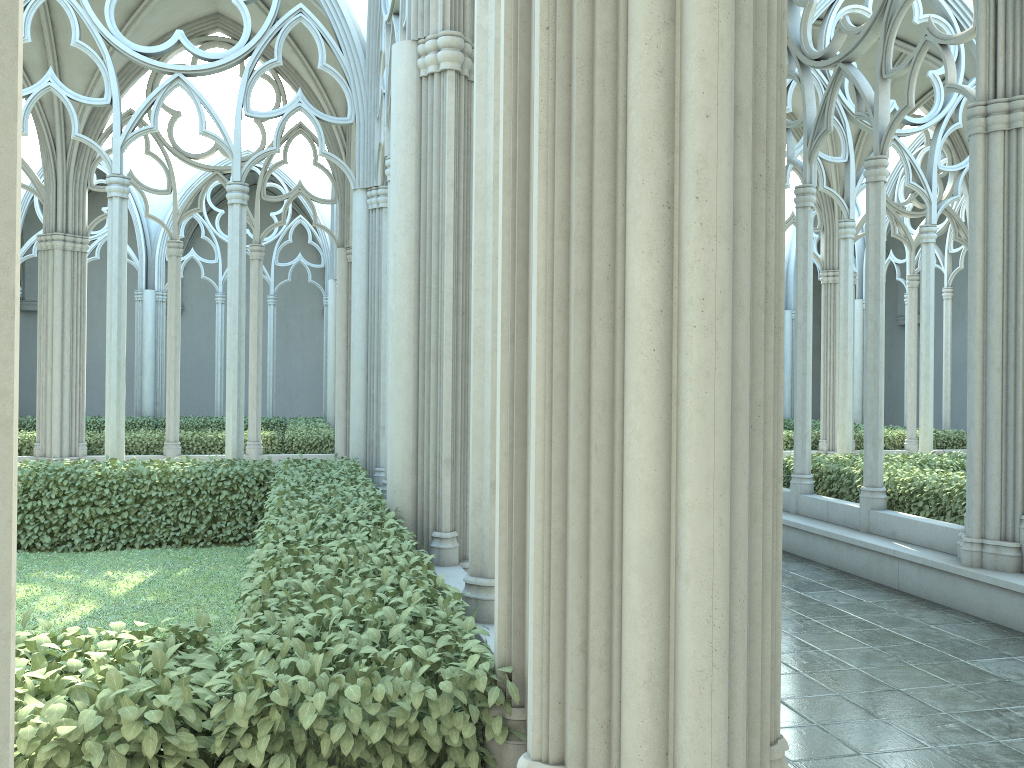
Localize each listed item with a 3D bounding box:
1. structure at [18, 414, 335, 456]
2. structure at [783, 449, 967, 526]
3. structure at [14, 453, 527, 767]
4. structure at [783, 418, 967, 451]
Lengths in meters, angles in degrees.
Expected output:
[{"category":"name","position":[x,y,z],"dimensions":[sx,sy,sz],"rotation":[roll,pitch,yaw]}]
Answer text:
[{"category":"structure","position":[-7.765,1.222,18.217],"dimensions":[7.995,0.963,8.018],"rotation":[1,0,-13]},{"category":"structure","position":[7.994,1.354,8.549],"dimensions":[7.995,0.963,8.018],"rotation":[1,0,-13]},{"category":"structure","position":[-4.724,1.209,5.511],"dimensions":[7.995,0.963,8.018],"rotation":[1,0,-13]},{"category":"structure","position":[4.962,1.367,21.257],"dimensions":[7.995,0.963,8.018],"rotation":[1,0,-13]}]
